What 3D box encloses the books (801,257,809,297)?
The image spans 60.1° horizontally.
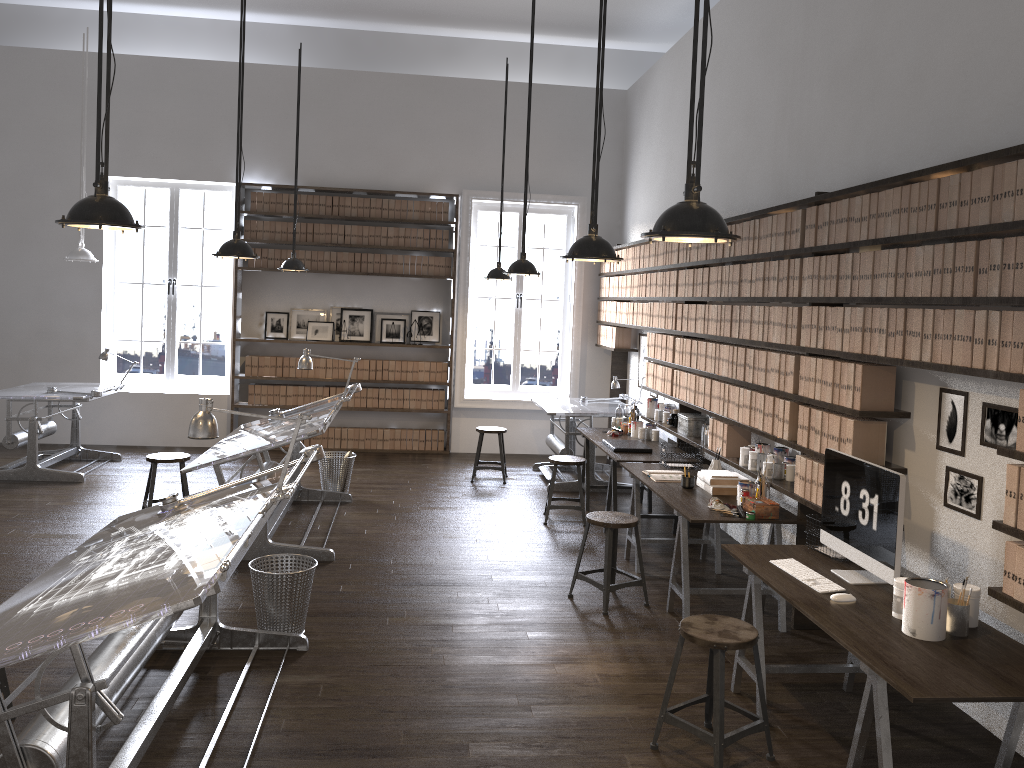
[{"bbox_3d":[1.712,-0.587,4.929,0.174,0.225,0.067,2,3,-6],"label":"books"}]

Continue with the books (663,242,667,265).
[{"bbox_3d":[1.411,-1.135,7.686,0.174,0.225,0.067,2,3,-6],"label":"books"}]

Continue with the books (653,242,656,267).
[{"bbox_3d":[1.374,-1.170,8.038,0.174,0.225,0.067,2,3,-7],"label":"books"}]

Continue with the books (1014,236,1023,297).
[{"bbox_3d":[1.910,-0.416,3.181,0.174,0.225,0.067,2,3,-7],"label":"books"}]

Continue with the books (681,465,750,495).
[{"bbox_3d":[1.269,0.602,5.596,0.385,0.147,0.295,2,5,-6],"label":"books"}]

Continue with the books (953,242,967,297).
[{"bbox_3d":[1.870,-0.451,3.541,0.174,0.225,0.067,2,3,-6],"label":"books"}]

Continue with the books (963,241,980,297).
[{"bbox_3d":[1.873,-0.444,3.466,0.174,0.225,0.067,2,3,-7],"label":"books"}]

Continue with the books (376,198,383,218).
[{"bbox_3d":[-1.533,-2.019,10.223,0.067,0.225,0.175,2,3,-7],"label":"books"}]

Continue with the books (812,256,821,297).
[{"bbox_3d":[1.725,-0.573,4.785,0.174,0.225,0.067,2,3,-7],"label":"books"}]

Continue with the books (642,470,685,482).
[{"bbox_3d":[1.046,0.613,5.972,0.256,0.029,0.356,2,5,-6],"label":"books"}]

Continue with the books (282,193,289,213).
[{"bbox_3d":[-2.573,-2.051,10.107,0.067,0.225,0.175,2,3,-7],"label":"books"}]

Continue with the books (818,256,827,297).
[{"bbox_3d":[1.736,-0.567,4.723,0.174,0.225,0.067,2,3,-6],"label":"books"}]

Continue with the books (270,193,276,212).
[{"bbox_3d":[-2.713,-2.056,10.097,0.066,0.225,0.175,2,3,-6],"label":"books"}]

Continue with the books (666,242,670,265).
[{"bbox_3d":[1.423,-1.129,7.623,0.174,0.225,0.067,2,3,-7],"label":"books"}]

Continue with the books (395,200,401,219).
[{"bbox_3d":[-1.321,-2.013,10.255,0.066,0.225,0.175,2,3,-7],"label":"books"}]

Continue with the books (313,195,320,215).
[{"bbox_3d":[-2.235,-2.041,10.150,0.066,0.225,0.175,2,3,-6],"label":"books"}]

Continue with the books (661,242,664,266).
[{"bbox_3d":[1.404,-1.142,7.757,0.174,0.225,0.067,2,3,-7],"label":"books"}]

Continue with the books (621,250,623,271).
[{"bbox_3d":[1.239,-1.292,9.279,0.174,0.225,0.067,2,3,-7],"label":"books"}]

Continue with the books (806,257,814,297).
[{"bbox_3d":[1.717,-0.580,4.857,0.174,0.225,0.067,2,3,-6],"label":"books"}]

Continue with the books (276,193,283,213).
[{"bbox_3d":[-2.643,-2.054,10.103,0.066,0.225,0.175,2,4,-6],"label":"books"}]

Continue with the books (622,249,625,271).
[{"bbox_3d":[1.244,-1.286,9.217,0.174,0.225,0.067,2,3,-7],"label":"books"}]

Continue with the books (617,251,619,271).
[{"bbox_3d":[1.217,-1.312,9.483,0.174,0.225,0.067,2,3,-7],"label":"books"}]

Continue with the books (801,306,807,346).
[{"bbox_3d":[1.704,-0.317,4.918,0.174,0.225,0.067,2,3,-7],"label":"books"}]

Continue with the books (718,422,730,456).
[{"bbox_3d":[1.534,0.382,6.155,0.174,0.225,0.067,2,3,-7],"label":"books"}]

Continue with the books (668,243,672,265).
[{"bbox_3d":[1.432,-1.122,7.549,0.174,0.225,0.067,2,3,-7],"label":"books"}]

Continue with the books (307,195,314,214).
[{"bbox_3d":[-2.306,-2.043,10.142,0.066,0.225,0.175,2,4,-6],"label":"books"}]

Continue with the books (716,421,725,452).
[{"bbox_3d":[1.530,0.376,6.225,0.174,0.225,0.067,2,3,-6],"label":"books"}]

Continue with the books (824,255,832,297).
[{"bbox_3d":[1.746,-0.560,4.658,0.174,0.225,0.067,2,3,-7],"label":"books"}]

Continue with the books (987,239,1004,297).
[{"bbox_3d":[1.890,-0.429,3.321,0.174,0.225,0.067,2,3,-6],"label":"books"}]

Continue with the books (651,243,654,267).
[{"bbox_3d":[1.368,-1.177,8.110,0.174,0.225,0.067,2,3,-6],"label":"books"}]

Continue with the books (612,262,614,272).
[{"bbox_3d":[1.188,-1.333,9.698,0.174,0.225,0.067,2,3,-7],"label":"books"}]

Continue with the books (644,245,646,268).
[{"bbox_3d":[1.341,-1.203,8.376,0.174,0.225,0.067,2,3,-6],"label":"books"}]

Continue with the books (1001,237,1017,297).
[{"bbox_3d":[1.902,-0.422,3.252,0.174,0.225,0.067,2,3,-7],"label":"books"}]

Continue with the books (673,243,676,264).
[{"bbox_3d":[1.446,-1.108,7.410,0.174,0.225,0.067,2,3,-6],"label":"books"}]

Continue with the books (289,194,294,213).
[{"bbox_3d":[-2.501,-2.049,10.117,0.066,0.225,0.175,2,4,-6],"label":"books"}]

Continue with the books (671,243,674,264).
[{"bbox_3d":[1.442,-1.115,7.480,0.174,0.225,0.067,2,3,-7],"label":"books"}]

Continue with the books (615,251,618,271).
[{"bbox_3d":[1.205,-1.319,9.553,0.174,0.225,0.067,2,3,-6],"label":"books"}]

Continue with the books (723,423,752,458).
[{"bbox_3d":[1.546,0.389,6.084,0.174,0.225,0.067,2,3,-7],"label":"books"}]

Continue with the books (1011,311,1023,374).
[{"bbox_3d":[1.899,-0.147,3.181,0.174,0.225,0.067,2,3,-7],"label":"books"}]

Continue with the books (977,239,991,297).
[{"bbox_3d":[1.887,-0.436,3.393,0.174,0.225,0.067,2,3,-6],"label":"books"}]

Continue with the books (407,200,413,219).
[{"bbox_3d":[-1.181,-2.008,10.265,0.067,0.225,0.175,2,3,-6],"label":"books"}]

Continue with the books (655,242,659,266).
[{"bbox_3d":[1.385,-1.163,7.968,0.174,0.225,0.067,2,3,-6],"label":"books"}]

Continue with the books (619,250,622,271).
[{"bbox_3d":[1.227,-1.298,9.345,0.174,0.225,0.067,2,3,-6],"label":"books"}]

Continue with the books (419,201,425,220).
[{"bbox_3d":[-1.047,-2.004,10.283,0.066,0.225,0.175,2,4,-7],"label":"books"}]

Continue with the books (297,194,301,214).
[{"bbox_3d":[-2.439,-2.047,10.126,0.066,0.225,0.175,2,4,-6],"label":"books"}]

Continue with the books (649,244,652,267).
[{"bbox_3d":[1.362,-1.183,8.173,0.174,0.225,0.067,2,3,-6],"label":"books"}]

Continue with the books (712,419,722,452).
[{"bbox_3d":[1.522,0.369,6.296,0.174,0.225,0.067,2,3,-6],"label":"books"}]

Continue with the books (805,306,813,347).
[{"bbox_3d":[1.707,-0.311,4.855,0.174,0.225,0.067,2,3,-6],"label":"books"}]

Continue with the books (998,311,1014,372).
[{"bbox_3d":[1.893,-0.153,3.251,0.174,0.225,0.067,2,3,-7],"label":"books"}]

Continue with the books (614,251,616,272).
[{"bbox_3d":[1.202,-1.325,9.624,0.174,0.225,0.067,2,3,-6],"label":"books"}]

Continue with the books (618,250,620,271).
[{"bbox_3d":[1.225,-1.305,9.413,0.174,0.225,0.067,2,3,-7],"label":"books"}]

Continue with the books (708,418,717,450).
[{"bbox_3d":[1.509,0.362,6.362,0.174,0.225,0.067,2,3,-7],"label":"books"}]

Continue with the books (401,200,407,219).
[{"bbox_3d":[-1.251,-2.011,10.261,0.066,0.225,0.175,2,4,-7],"label":"books"}]

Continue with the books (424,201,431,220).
[{"bbox_3d":[-0.980,-2.002,10.286,0.067,0.225,0.175,2,3,-6],"label":"books"}]

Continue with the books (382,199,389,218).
[{"bbox_3d":[-1.461,-2.017,10.231,0.066,0.225,0.175,2,4,-6],"label":"books"}]

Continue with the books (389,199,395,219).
[{"bbox_3d":[-1.390,-2.015,10.243,0.066,0.225,0.175,2,3,-6],"label":"books"}]

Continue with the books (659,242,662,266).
[{"bbox_3d":[1.399,-1.149,7.830,0.174,0.225,0.067,2,3,-7],"label":"books"}]

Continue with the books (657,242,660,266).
[{"bbox_3d":[1.395,-1.156,7.899,0.174,0.225,0.067,2,3,-6],"label":"books"}]
